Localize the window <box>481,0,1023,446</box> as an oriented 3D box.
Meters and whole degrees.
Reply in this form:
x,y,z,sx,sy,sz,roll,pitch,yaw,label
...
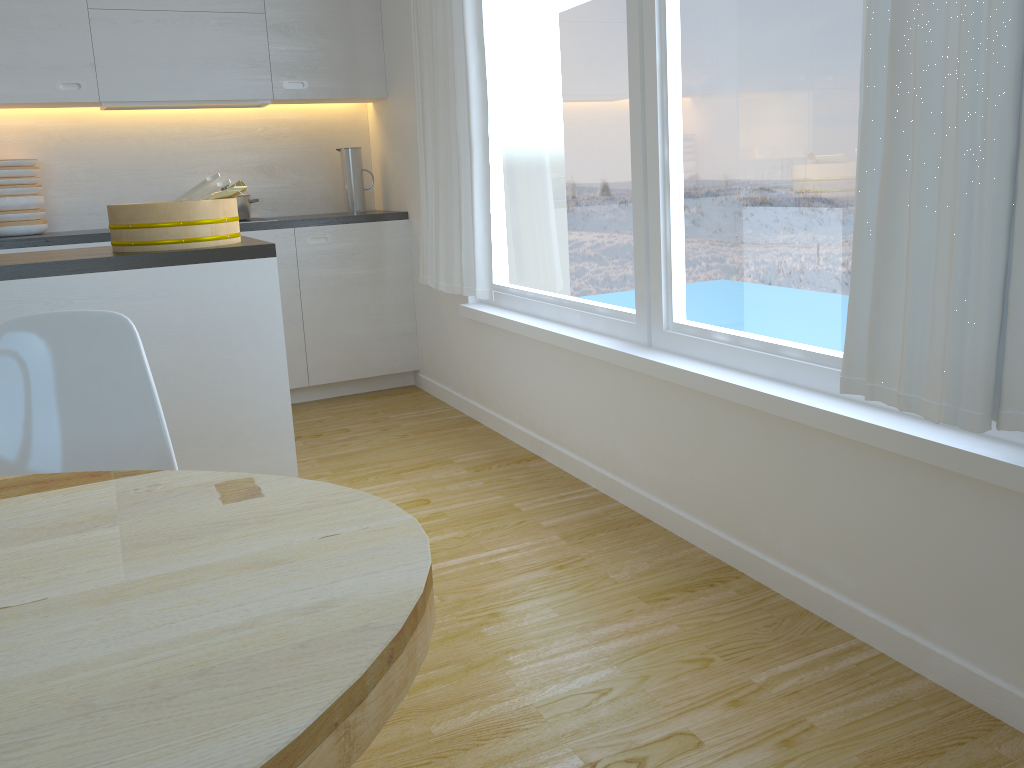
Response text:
x,y,z,sx,sy,sz,roll,pitch,yaw,label
0.431,-1.059,2.695,0.088,1.896,2.750,-8,13,-24,window

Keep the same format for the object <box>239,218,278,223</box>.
x,y,z,sx,sy,sz,roll,pitch,yaw,label
-1.574,-0.812,4.499,0.656,0.013,0.567,-9,15,-24,object

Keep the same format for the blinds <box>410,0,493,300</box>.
x,y,z,sx,sy,sz,roll,pitch,yaw,label
-0.334,-1.462,3.789,0.150,2.136,0.801,-8,11,-25,blinds

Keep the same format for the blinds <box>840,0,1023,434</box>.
x,y,z,sx,sy,sz,roll,pitch,yaw,label
0.811,-0.960,1.408,0.150,2.136,0.801,-8,11,-24,blinds

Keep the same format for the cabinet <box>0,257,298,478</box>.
x,y,z,sx,sy,sz,roll,pitch,yaw,label
-1.882,0.188,2.462,2.408,0.900,0.605,-9,12,-24,cabinet

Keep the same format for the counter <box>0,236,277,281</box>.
x,y,z,sx,sy,sz,roll,pitch,yaw,label
-1.907,-0.274,2.381,2.408,0.040,0.606,-9,15,-24,counter

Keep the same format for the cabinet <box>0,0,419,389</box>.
x,y,z,sx,sy,sz,roll,pitch,yaw,label
-2.107,-1.005,4.139,3.212,2.276,0.485,-9,12,-25,cabinet

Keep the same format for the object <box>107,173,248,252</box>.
x,y,z,sx,sy,sz,roll,pitch,yaw,label
-1.017,-0.533,2.730,0.429,0.212,0.383,-2,13,3,object

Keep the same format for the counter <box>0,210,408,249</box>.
x,y,z,sx,sy,sz,roll,pitch,yaw,label
-1.575,-0.794,4.498,2.007,0.039,0.605,-9,15,-24,counter

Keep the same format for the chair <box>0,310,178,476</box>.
x,y,z,sx,sy,sz,roll,pitch,yaw,label
-0.817,0.354,1.536,0.430,0.892,0.529,-4,11,-5,chair

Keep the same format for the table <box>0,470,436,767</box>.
x,y,z,sx,sy,sz,roll,pitch,yaw,label
-1.079,0.670,0.638,2.198,0.717,1.203,-10,14,-26,table
